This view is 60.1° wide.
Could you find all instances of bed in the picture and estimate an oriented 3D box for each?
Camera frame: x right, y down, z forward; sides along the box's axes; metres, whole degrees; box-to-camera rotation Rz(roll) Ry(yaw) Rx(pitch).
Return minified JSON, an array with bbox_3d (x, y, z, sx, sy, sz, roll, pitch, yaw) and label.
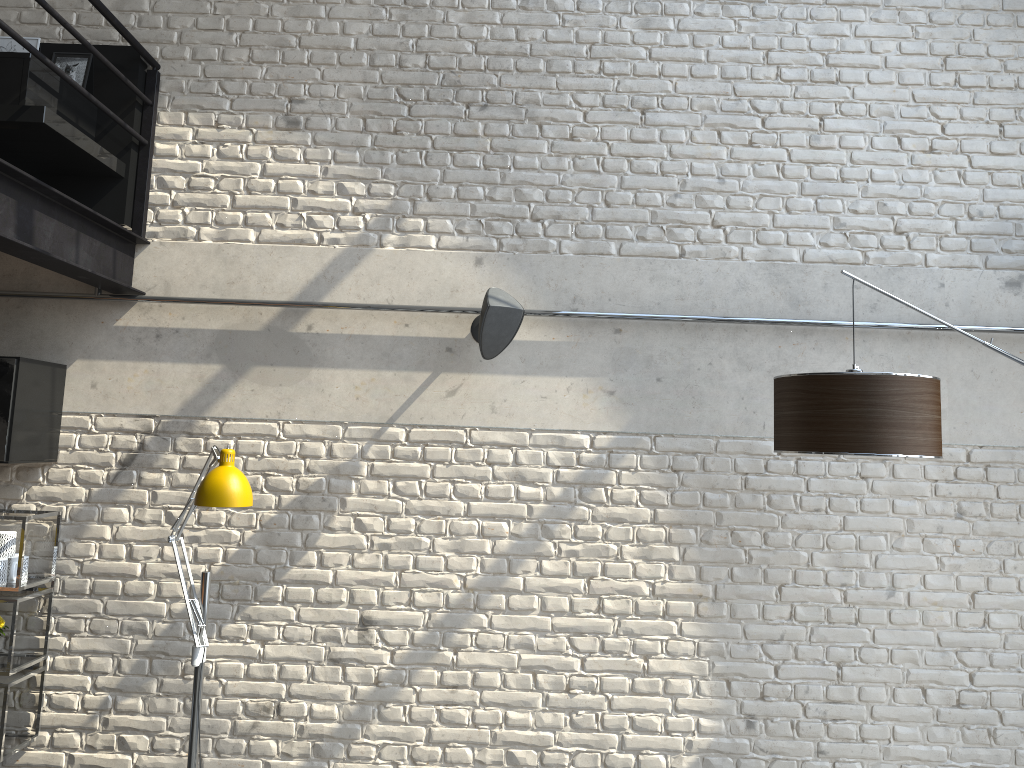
[{"bbox_3d":[-3.918,-1.261,2.700,4.479,0.848,2.677,2,-4,0],"label":"bed"}]

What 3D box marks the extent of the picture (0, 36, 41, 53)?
[{"bbox_3d":[-2.237,-1.402,3.941,0.226,0.316,0.033,2,-7,0],"label":"picture"}]

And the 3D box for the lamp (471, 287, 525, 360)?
[{"bbox_3d":[-0.079,-0.254,3.767,0.177,0.308,0.356,4,-6,-18],"label":"lamp"}]

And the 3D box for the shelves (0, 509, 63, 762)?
[{"bbox_3d":[-2.572,0.978,3.603,1.250,0.934,0.286,2,-7,0],"label":"shelves"}]

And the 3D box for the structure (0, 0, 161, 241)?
[{"bbox_3d":[-3.348,-0.033,1.534,3.787,3.366,4.752,2,-5,0],"label":"structure"}]

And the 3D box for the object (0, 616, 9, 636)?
[{"bbox_3d":[-2.161,1.031,3.604,0.175,0.193,0.181,1,-6,12],"label":"object"}]

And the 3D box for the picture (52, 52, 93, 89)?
[{"bbox_3d":[-1.970,-1.361,3.925,0.175,0.251,0.055,2,-7,0],"label":"picture"}]

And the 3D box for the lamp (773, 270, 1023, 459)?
[{"bbox_3d":[1.826,0.783,3.216,1.843,2.347,0.553,4,-7,-13],"label":"lamp"}]

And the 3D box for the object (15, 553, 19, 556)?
[{"bbox_3d":[-2.101,0.765,3.714,0.108,0.101,0.082,-2,-7,34],"label":"object"}]

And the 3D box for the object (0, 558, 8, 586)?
[{"bbox_3d":[-2.076,0.755,3.568,0.083,0.101,0.108,3,-6,-11],"label":"object"}]

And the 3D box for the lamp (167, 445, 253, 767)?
[{"bbox_3d":[-0.635,1.052,3.196,1.571,1.631,0.625,1,-7,13],"label":"lamp"}]

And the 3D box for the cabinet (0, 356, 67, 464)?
[{"bbox_3d":[-3.913,0.043,3.681,3.893,0.425,0.397,2,-6,0],"label":"cabinet"}]

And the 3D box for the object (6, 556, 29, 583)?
[{"bbox_3d":[-2.040,0.761,3.631,0.083,0.101,0.108,1,-6,14],"label":"object"}]

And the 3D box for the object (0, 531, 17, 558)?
[{"bbox_3d":[-2.083,0.659,3.642,0.083,0.101,0.108,3,-6,-11],"label":"object"}]
